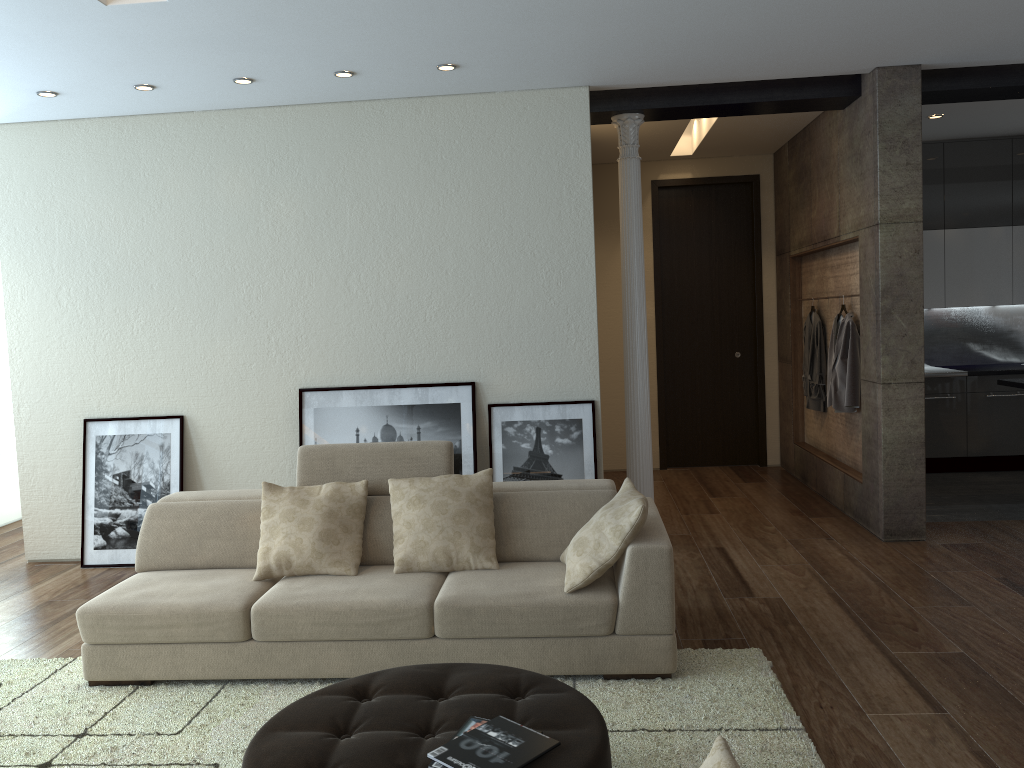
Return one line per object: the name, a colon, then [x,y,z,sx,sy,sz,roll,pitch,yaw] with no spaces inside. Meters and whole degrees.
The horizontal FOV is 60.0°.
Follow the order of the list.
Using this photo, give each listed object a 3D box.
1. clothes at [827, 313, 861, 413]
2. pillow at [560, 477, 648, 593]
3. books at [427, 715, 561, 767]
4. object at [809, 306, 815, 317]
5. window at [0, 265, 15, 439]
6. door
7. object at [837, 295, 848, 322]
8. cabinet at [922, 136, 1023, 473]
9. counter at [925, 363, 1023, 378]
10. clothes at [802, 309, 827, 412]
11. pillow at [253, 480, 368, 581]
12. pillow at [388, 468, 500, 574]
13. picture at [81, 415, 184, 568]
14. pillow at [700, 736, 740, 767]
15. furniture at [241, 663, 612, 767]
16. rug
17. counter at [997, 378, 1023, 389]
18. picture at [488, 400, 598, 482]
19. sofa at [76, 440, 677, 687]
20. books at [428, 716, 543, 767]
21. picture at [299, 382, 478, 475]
clothes: [2.443,-0.158,6.566,0.173,0.735,0.700,-2,4,3]
pillow: [0.410,0.656,3.900,0.395,0.393,0.518,-2,4,1]
books: [-0.046,0.985,2.391,0.220,0.040,0.301,1,5,39]
object: [2.519,-0.612,7.423,0.010,0.219,0.430,-2,4,4]
window: [-4.677,-0.601,7.513,0.123,2.400,1.373,-2,4,4]
door: [1.917,-0.583,8.694,1.037,2.814,0.246,-2,4,4]
object: [2.440,-0.544,6.527,0.010,0.219,0.430,-2,4,4]
cabinet: [6.482,-0.823,7.930,7.409,2.980,0.827,-2,4,4]
counter: [4.615,-0.051,8.139,3.597,0.223,0.807,-2,4,4]
clothes: [2.521,-0.200,7.460,0.141,0.855,0.569,-2,4,5]
pillow: [-0.953,0.681,4.231,0.519,0.416,0.368,-3,4,0]
pillow: [-0.330,0.645,4.194,0.534,0.439,0.301,-2,4,1]
picture: [-2.559,0.724,5.979,0.700,0.988,0.195,-2,4,4]
pillow: [0.223,0.842,1.416,0.395,0.393,0.518,-2,4,8]
furniture: [-0.237,1.165,2.594,1.057,0.355,1.057,-2,4,6]
rug: [-1.109,1.387,2.653,4.231,0.020,2.972,-2,4,4]
counter: [5.394,-0.048,5.919,3.700,0.040,1.000,-2,4,4]
picture: [0.206,0.618,5.761,0.700,0.988,0.195,-2,4,4]
sofa: [-0.579,0.785,4.210,2.581,0.950,1.021,-2,4,4]
books: [-0.066,0.993,2.408,0.219,0.031,0.300,-1,4,19]
picture: [-0.816,0.584,5.822,1.183,1.140,0.225,-2,4,4]
